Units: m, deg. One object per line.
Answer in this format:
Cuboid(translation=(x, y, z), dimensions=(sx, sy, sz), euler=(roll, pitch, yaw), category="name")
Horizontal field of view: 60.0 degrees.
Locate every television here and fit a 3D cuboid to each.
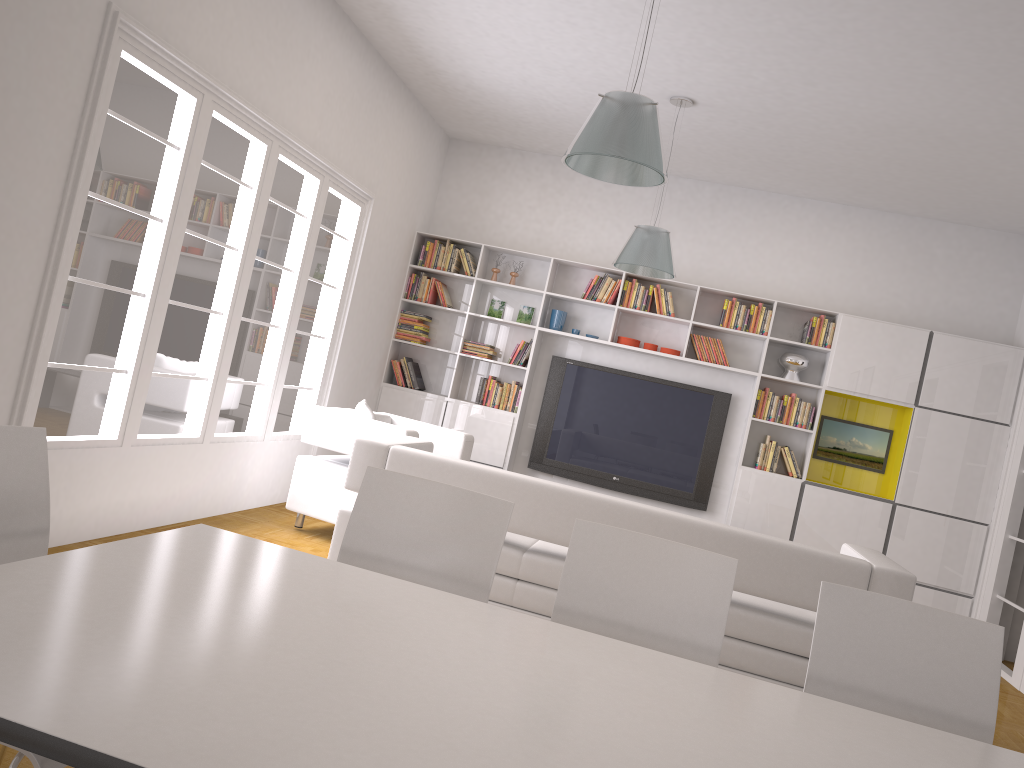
Cuboid(translation=(1.057, 0.442, 8.096), dimensions=(1.661, 1.088, 0.082), euler=(13, -1, 12), category="television")

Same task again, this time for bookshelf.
Cuboid(translation=(1.422, 0.352, 7.963), dimensions=(5.369, 2.481, 0.389), euler=(13, -1, 12), category="bookshelf")

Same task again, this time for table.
Cuboid(translation=(0.119, 0.958, 1.536), dimensions=(2.413, 0.722, 1.209), euler=(13, 0, 12), category="table")

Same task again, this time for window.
Cuboid(translation=(-1.787, -0.396, 5.540), dimensions=(0.196, 2.529, 3.346), euler=(12, 0, 12), category="window")

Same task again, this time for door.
Cuboid(translation=(3.819, 0.905, 6.514), dimensions=(0.139, 2.455, 1.007), euler=(12, -1, 12), category="door")

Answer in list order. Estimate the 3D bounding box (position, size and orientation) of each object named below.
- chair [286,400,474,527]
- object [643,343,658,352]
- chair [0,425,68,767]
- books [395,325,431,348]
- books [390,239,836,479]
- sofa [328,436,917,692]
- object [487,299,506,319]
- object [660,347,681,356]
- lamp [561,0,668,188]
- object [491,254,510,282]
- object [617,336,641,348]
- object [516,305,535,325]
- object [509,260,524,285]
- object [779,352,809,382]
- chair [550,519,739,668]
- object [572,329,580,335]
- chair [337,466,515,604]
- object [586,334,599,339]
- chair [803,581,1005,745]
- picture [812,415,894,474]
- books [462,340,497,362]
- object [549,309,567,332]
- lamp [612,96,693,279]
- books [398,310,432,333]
Cuboid(translation=(-0.888, 0.611, 6.272), dimensions=(0.802, 0.912, 1.094), euler=(12, -1, 21), category="chair")
Cuboid(translation=(1.251, -0.324, 8.014), dimensions=(0.129, 0.073, 0.129), euler=(13, 0, 8), category="object")
Cuboid(translation=(-1.023, 0.598, 1.804), dimensions=(0.576, 0.931, 0.560), euler=(13, -1, 12), category="chair")
Cuboid(translation=(-0.943, -0.449, 8.465), dimensions=(0.284, 0.153, 0.207), euler=(13, 0, 12), category="books")
Cuboid(translation=(0.815, -0.298, 8.092), dimensions=(3.865, 1.456, 0.235), euler=(13, -1, 12), category="books")
Cuboid(translation=(0.471, 0.963, 4.443), dimensions=(2.625, 0.849, 0.821), euler=(13, -1, 12), category="sofa")
Cuboid(translation=(-0.150, -0.707, 8.428), dimensions=(0.144, 0.190, 0.051), euler=(13, -1, 12), category="object")
Cuboid(translation=(1.419, -0.283, 7.959), dimensions=(0.182, 0.054, 0.182), euler=(13, 0, 8), category="object")
Cuboid(translation=(0.575, -1.519, 3.800), dimensions=(0.465, 1.250, 0.464), euler=(12, -1, 11), category="lamp")
Cuboid(translation=(-0.122, -1.082, 8.361), dimensions=(0.121, 0.279, 0.179), euler=(12, -1, 17), category="object")
Cuboid(translation=(1.058, -0.375, 8.056), dimensions=(0.210, 0.073, 0.211), euler=(13, 0, -14), category="object")
Cuboid(translation=(0.126, -0.645, 8.369), dimensions=(0.144, 0.190, 0.051), euler=(13, -1, 12), category="object")
Cuboid(translation=(-0.006, -1.046, 8.353), dimensions=(0.179, 0.260, 0.119), euler=(12, -1, 32), category="object")
Cuboid(translation=(2.456, -0.139, 7.758), dimensions=(0.257, 0.239, 0.256), euler=(13, -1, 19), category="object")
Cuboid(translation=(0.264, 0.888, 2.307), dimensions=(0.561, 0.931, 0.575), euler=(13, -1, 12), category="chair")
Cuboid(translation=(0.586, -0.472, 8.144), dimensions=(0.078, 0.056, 0.078), euler=(12, -1, 37), category="object")
Cuboid(translation=(-0.367, 0.746, 2.442), dimensions=(0.561, 0.931, 0.575), euler=(13, -1, 12), category="chair")
Cuboid(translation=(0.732, -0.426, 8.112), dimensions=(0.124, 0.032, 0.123), euler=(13, 0, -3), category="object")
Cuboid(translation=(0.935, 1.039, 2.164), dimensions=(0.561, 0.931, 0.575), euler=(13, -1, 12), category="chair")
Cuboid(translation=(2.977, 0.528, 7.748), dimensions=(0.609, 0.388, 0.007), euler=(13, -1, 12), category="picture")
Cuboid(translation=(-0.303, -0.305, 8.329), dimensions=(0.284, 0.153, 0.207), euler=(13, 0, 12), category="books")
Cuboid(translation=(0.420, -0.579, 8.184), dimensions=(0.147, 0.192, 0.147), euler=(13, -1, 1), category="object")
Cuboid(translation=(1.070, -1.407, 6.289), dimensions=(0.465, 1.250, 0.464), euler=(12, -1, 11), category="lamp")
Cuboid(translation=(-0.926, -0.598, 8.472), dimensions=(0.252, 0.153, 0.207), euler=(13, 0, 12), category="books")
